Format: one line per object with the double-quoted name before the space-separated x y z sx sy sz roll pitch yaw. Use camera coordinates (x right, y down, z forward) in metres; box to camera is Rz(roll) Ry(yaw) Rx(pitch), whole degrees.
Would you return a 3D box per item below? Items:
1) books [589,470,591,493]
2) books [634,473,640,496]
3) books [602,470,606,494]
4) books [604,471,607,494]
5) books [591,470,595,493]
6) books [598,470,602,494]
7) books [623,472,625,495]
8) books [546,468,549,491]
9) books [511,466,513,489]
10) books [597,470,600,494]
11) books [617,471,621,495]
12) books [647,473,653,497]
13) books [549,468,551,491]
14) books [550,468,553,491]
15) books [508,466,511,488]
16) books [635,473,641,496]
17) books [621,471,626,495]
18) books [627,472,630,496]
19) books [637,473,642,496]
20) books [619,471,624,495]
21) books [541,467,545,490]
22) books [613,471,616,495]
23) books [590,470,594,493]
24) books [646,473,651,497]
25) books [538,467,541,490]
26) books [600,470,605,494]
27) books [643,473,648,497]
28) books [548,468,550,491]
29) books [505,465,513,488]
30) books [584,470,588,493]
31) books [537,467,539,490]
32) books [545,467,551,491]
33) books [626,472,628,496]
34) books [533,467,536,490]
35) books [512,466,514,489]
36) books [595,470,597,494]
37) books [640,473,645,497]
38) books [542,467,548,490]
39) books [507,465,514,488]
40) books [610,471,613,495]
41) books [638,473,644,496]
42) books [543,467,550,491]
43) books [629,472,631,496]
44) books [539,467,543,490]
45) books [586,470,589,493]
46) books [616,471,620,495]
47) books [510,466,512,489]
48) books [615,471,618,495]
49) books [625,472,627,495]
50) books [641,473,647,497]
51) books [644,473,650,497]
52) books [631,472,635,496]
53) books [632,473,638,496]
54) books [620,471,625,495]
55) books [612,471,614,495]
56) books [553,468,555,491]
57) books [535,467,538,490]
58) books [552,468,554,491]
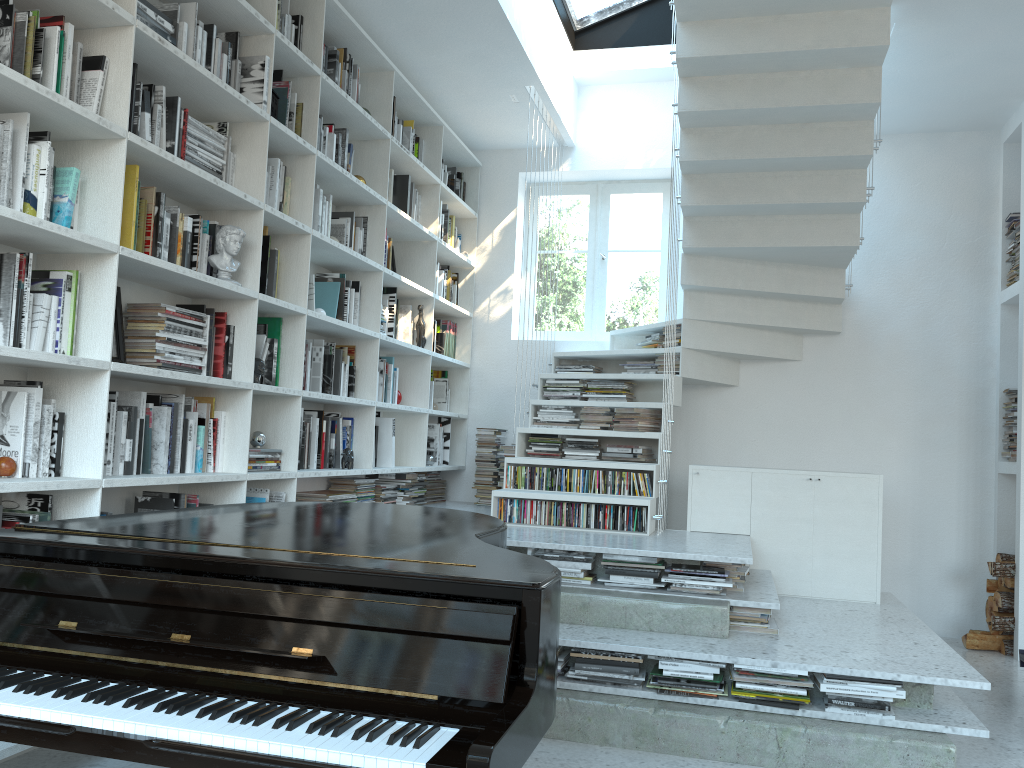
"books" 0.434 0.533 4.855 0.011 0.125 0.125 2 -4 15
"books" 0.680 0.542 4.791 0.035 0.123 0.125 2 -4 15
"books" 0.504 0.535 4.837 0.018 0.125 0.125 2 -4 15
"books" 0.518 0.536 4.833 0.009 0.125 0.125 2 -4 15
"books" 0.454 0.534 4.850 0.016 0.125 0.125 2 -4 15
"books" 0.485 0.535 4.842 0.007 0.125 0.125 2 -4 15
"books" 0.616 0.538 4.808 0.008 0.125 0.125 2 -4 15
"books" 0.210 0.526 4.913 0.008 0.125 0.125 2 -4 15
"books" 0.016 0.521 4.963 0.007 0.125 0.125 2 -4 15
"books" 0.477 0.534 4.844 0.009 0.125 0.125 2 -4 15
"books" 0.587 0.538 4.815 0.008 0.125 0.125 2 -4 15
"books" 0.749 0.544 4.773 0.034 0.123 0.125 2 -4 15
"books" 0.224 0.527 4.909 0.007 0.125 0.125 2 -4 15
"books" 0.231 0.527 4.908 0.007 0.125 0.125 2 -4 15
"books" 0.001 0.520 4.967 0.009 0.125 0.125 2 -4 15
"books" 0.688 0.542 4.789 0.036 0.123 0.125 2 -4 15
"books" 0.608 0.538 4.810 0.010 0.125 0.125 2 -4 15
"books" 0.638 0.539 4.802 0.007 0.125 0.125 2 -4 15
"books" 0.696 0.542 4.787 0.034 0.123 0.125 2 -4 15
"books" 0.594 0.538 4.814 0.008 0.125 0.125 2 -4 15
"books" 0.179 0.526 4.921 0.008 0.125 0.125 2 -4 15
"books" 0.566 0.537 4.821 0.007 0.125 0.125 2 -4 15
"books" 0.444 0.533 4.853 0.009 0.125 0.125 2 -4 15
"books" 0.741 0.544 4.776 0.036 0.123 0.125 2 -4 15
"books" 0.164 0.525 4.925 0.009 0.125 0.125 2 -4 15
"books" 0.494 0.535 4.839 0.012 0.125 0.125 2 -4 15
"books" 0.726 0.543 4.780 0.035 0.123 0.125 2 -4 15
"books" 0.217 0.527 4.911 0.007 0.125 0.125 2 -4 15
"books" -0.014 0.520 4.971 0.008 0.125 0.125 2 -4 15
"books" 0.415 0.533 4.860 0.013 0.125 0.125 2 -4 15
"books" 0.157 0.525 4.927 0.009 0.125 0.125 2 -4 15
"books" 0.201 0.526 4.915 0.008 0.125 0.125 2 -4 15
"books" 0.631 0.539 4.804 0.008 0.125 0.125 2 -4 15
"books" 0.140 0.524 4.931 0.010 0.125 0.125 2 -4 15
"books" 0.023 0.521 4.961 0.008 0.125 0.125 2 -4 15
"books" 0.469 0.534 4.846 0.013 0.125 0.125 2 -4 15
"books" 0.711 0.543 4.783 0.035 0.123 0.125 2 -4 15
"books" 0.186 0.526 4.919 0.008 0.125 0.125 2 -4 15
"books" -0.006 0.520 4.969 0.008 0.125 0.125 2 -4 15
"books" 0.549 0.536 4.825 0.010 0.125 0.125 2 -4 15
"books" 0.703 0.543 4.785 0.034 0.123 0.125 2 -4 15
"books" 0.194 0.526 4.917 0.008 0.125 0.125 2 -4 15
"books" 0.646 0.539 4.800 0.008 0.125 0.125 2 -4 15
"books" 0.172 0.525 4.923 0.007 0.125 0.125 2 -4 15
"books" 0.424 0.533 4.858 0.009 0.125 0.125 2 -4 15
"books" 0.580 0.537 4.817 0.008 0.125 0.125 2 -4 15
"books" 0.009 0.520 4.965 0.008 0.125 0.125 2 -4 15
"books" 0.573 0.537 4.819 0.007 0.125 0.125 2 -4 15
"books" 0.624 0.539 4.806 0.008 0.125 0.125 2 -4 15
"books" 0.718 0.543 4.781 0.036 0.123 0.125 2 -4 15
"books" 0.733 0.543 4.778 0.034 0.123 0.125 2 -4 15
"books" 0.655 0.540 4.798 0.011 0.125 0.125 2 -4 15
"books" 0.673 0.542 4.793 0.034 0.123 0.125 2 -4 15
"books" 0.601 0.538 4.812 0.010 0.125 0.125 2 -4 15
"books" 0.558 0.537 4.823 0.009 0.125 0.125 2 -4 15
"books" 0.245 0.527 4.904 0.008 0.125 0.125 2 -4 15
"books" 0.149 0.525 4.929 0.007 0.125 0.125 2 -4 15
"books" 0.238 0.527 4.906 0.008 0.125 0.125 2 -4 15
